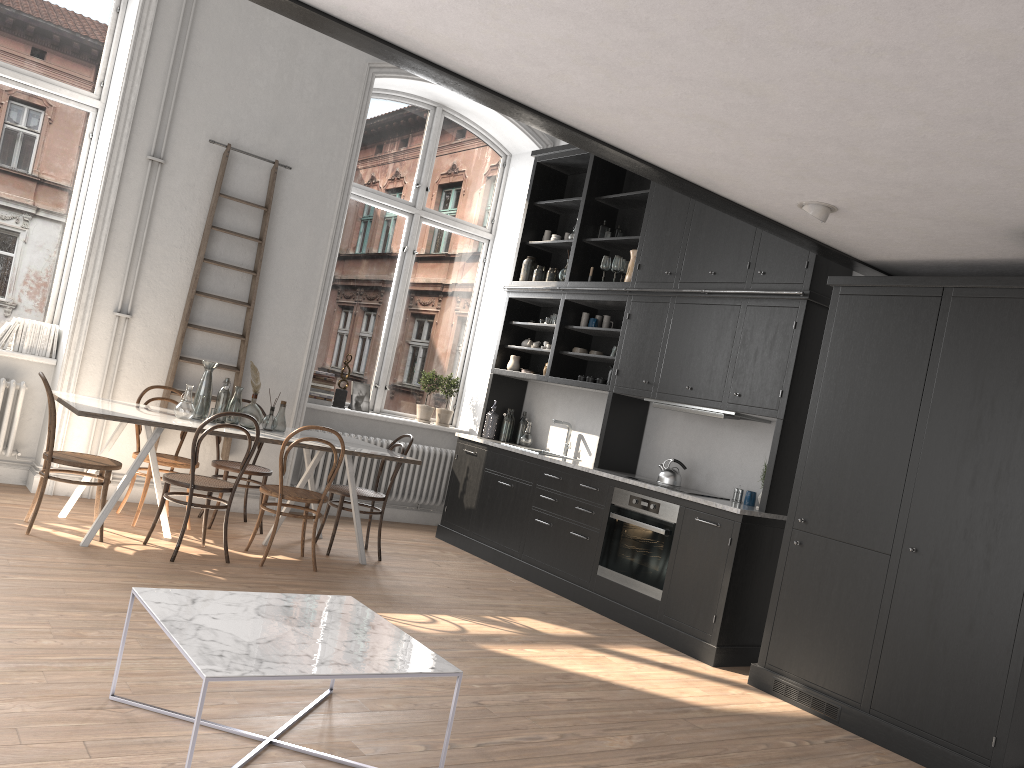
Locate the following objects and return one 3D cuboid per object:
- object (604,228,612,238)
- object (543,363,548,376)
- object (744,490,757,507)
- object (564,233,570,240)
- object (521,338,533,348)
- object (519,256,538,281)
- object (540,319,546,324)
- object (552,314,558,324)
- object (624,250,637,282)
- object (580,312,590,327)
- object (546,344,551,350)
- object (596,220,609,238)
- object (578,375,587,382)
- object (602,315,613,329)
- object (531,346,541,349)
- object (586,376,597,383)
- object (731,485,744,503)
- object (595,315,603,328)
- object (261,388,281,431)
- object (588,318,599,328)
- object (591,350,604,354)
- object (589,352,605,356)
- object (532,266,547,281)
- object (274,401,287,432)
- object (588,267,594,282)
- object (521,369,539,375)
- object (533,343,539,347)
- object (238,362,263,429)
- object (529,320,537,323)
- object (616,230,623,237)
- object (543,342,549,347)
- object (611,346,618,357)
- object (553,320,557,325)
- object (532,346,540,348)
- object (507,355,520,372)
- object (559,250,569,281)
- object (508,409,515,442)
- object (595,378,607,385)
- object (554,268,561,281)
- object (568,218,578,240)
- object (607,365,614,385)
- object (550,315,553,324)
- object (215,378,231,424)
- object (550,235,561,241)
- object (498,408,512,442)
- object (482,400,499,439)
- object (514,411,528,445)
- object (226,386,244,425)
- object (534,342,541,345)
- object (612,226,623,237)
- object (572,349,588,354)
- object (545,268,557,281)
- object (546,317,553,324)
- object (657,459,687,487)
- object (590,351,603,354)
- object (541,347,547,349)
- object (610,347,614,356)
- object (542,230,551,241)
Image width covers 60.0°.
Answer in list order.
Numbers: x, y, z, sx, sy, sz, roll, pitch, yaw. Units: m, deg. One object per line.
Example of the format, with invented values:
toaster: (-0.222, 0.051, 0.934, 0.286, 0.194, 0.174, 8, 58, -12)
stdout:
object: (0.795, -1.227, 7.321, 0.053, 0.125, 0.041, 11, -1, 21)
object: (0.304, -0.122, 7.514, 0.069, 0.123, 0.173, 12, -1, -4)
object: (1.565, 0.753, 5.840, 0.082, 0.093, 0.140, 11, -2, 44)
object: (0.494, -1.280, 7.929, 0.059, 0.135, 0.082, 12, -1, -13)
object: (0.147, -0.362, 7.984, 0.124, 0.100, 0.140, 11, -2, 35)
object: (0.154, -1.018, 7.942, 0.118, 0.238, 0.118, 11, -1, 39)
object: (0.273, -0.536, 7.780, 0.071, 0.047, 0.071, 12, -1, 2)
object: (0.374, -0.549, 7.658, 0.060, 0.107, 0.060, 12, -1, -8)
object: (0.934, -0.899, 6.853, 0.094, 0.267, 0.116, 11, -1, 6)
object: (0.608, -0.522, 7.385, 0.059, 0.135, 0.082, 11, -1, 22)
object: (0.312, -0.313, 7.650, 0.049, 0.054, 0.039, 12, -1, -10)
object: (0.760, -1.271, 7.400, 0.084, 0.199, 0.065, 12, -1, -14)
object: (0.573, -0.044, 7.127, 0.104, 0.059, 0.088, 10, -2, 43)
object: (0.781, -0.490, 7.275, 0.081, 0.135, 0.059, 11, -1, 37)
object: (0.210, -0.316, 7.839, 0.085, 0.015, 0.085, 12, -1, -23)
object: (0.632, -0.034, 7.032, 0.104, 0.059, 0.088, 11, -1, 33)
object: (1.518, 0.735, 5.945, 0.040, 0.116, 0.080, 12, -1, -31)
object: (0.705, -0.502, 7.391, 0.082, 0.135, 0.059, 12, -1, -8)
object: (-1.639, 0.177, 6.063, 0.107, 0.283, 0.106, 12, -1, -41)
object: (0.667, -0.491, 7.288, 0.082, 0.093, 0.140, 11, -1, 19)
object: (0.701, -0.248, 7.321, 0.112, 0.036, 0.112, 11, -1, 7)
object: (0.698, -0.233, 7.321, 0.132, 0.038, 0.132, 11, -1, 12)
object: (0.244, -0.960, 7.838, 0.114, 0.155, 0.114, 12, -1, -33)
object: (-1.611, 0.222, 6.183, 0.101, 0.211, 0.101, 12, -1, 3)
object: (0.650, -0.892, 7.329, 0.123, 0.161, 0.123, 12, -1, -27)
object: (0.158, -0.099, 7.850, 0.180, 0.037, 0.180, 10, -2, 39)
object: (0.212, -0.337, 7.840, 0.055, 0.033, 0.058, 11, -1, 29)
object: (-1.711, 0.076, 5.902, 0.157, 0.446, 0.157, 12, -1, -18)
object: (0.187, -0.546, 8.056, 0.071, 0.047, 0.071, 12, -1, 2)
object: (0.884, -1.208, 7.308, 0.044, 0.121, 0.058, 12, -1, -9)
object: (0.296, -0.340, 7.716, 0.039, 0.055, 0.049, 12, -1, -16)
object: (0.808, -0.249, 6.958, 0.058, 0.094, 0.058, 12, -1, 3)
object: (0.384, -0.518, 7.590, 0.071, 0.047, 0.071, 12, -1, 2)
object: (0.210, -0.323, 7.841, 0.085, 0.017, 0.085, 13, -2, -41)
object: (0.022, -0.180, 7.937, 0.115, 0.144, 0.127, 11, -1, 33)
object: (0.483, -1.023, 7.486, 0.134, 0.357, 0.134, 11, -1, 9)
object: (-0.022, 0.375, 8.050, 0.086, 0.301, 0.086, 12, -1, -22)
object: (0.707, -0.020, 6.963, 0.104, 0.059, 0.088, 12, -1, -27)
object: (0.388, -0.938, 7.929, 0.092, 0.184, 0.092, 11, -1, 19)
object: (0.562, -1.316, 7.665, 0.132, 0.219, 0.132, 11, -1, 28)
object: (0.812, -0.068, 6.875, 0.124, 0.192, 0.129, 12, -1, -8)
object: (0.355, -0.549, 7.799, 0.060, 0.107, 0.060, 11, -1, 22)
object: (-1.912, 0.107, 5.871, 0.086, 0.301, 0.086, 11, -1, 40)
object: (0.391, -1.281, 7.947, 0.096, 0.095, 0.096, 12, -1, -2)
object: (-0.053, 0.366, 7.930, 0.086, 0.301, 0.086, 11, -1, 40)
object: (-0.178, 0.313, 7.913, 0.108, 0.349, 0.109, 11, -1, 35)
object: (0.089, 0.397, 8.002, 0.086, 0.301, 0.086, 11, -1, 10)
object: (-1.869, 0.143, 5.996, 0.100, 0.255, 0.098, 11, -1, 31)
object: (0.217, -0.356, 7.840, 0.055, 0.047, 0.058, 12, -1, -21)
object: (0.881, -1.234, 7.415, 0.065, 0.177, 0.084, 12, -1, -14)
object: (-2.171, 0.070, 6.155, 5.832, 1.842, 0.791, 12, -1, -31)
object: (0.345, -0.937, 7.787, 0.096, 0.150, 0.097, 11, -1, 42)
object: (0.318, -0.539, 7.709, 0.064, 0.069, 0.064, 11, -1, 12)
object: (1.132, 0.621, 6.309, 0.171, 0.186, 0.171, 12, -1, -25)
object: (0.700, -0.241, 7.321, 0.123, 0.036, 0.124, 10, -2, 41)
object: (0.291, -0.302, 7.710, 0.085, 0.015, 0.085, 10, -2, 40)
object: (0.808, -0.248, 7.031, 0.058, 0.094, 0.058, 12, -1, 3)
object: (0.313, -1.315, 8.020, 0.059, 0.135, 0.082, 12, -1, -8)
